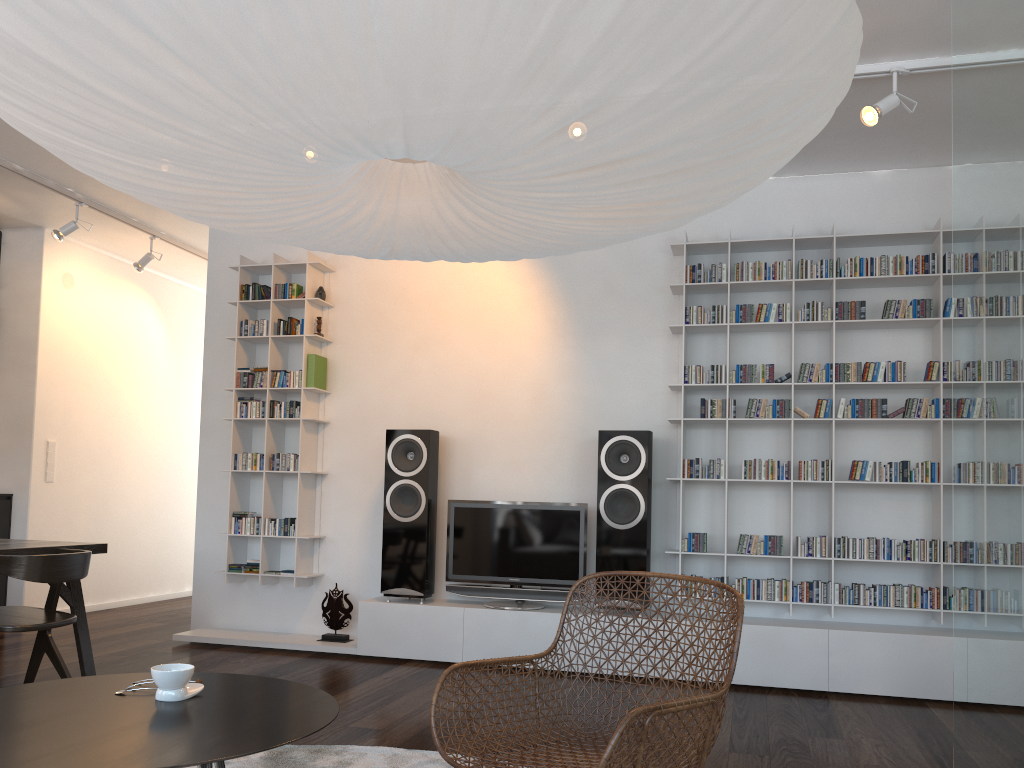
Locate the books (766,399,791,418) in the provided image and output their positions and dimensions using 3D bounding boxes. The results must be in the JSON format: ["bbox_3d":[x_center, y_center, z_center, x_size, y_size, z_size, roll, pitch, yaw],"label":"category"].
[{"bbox_3d":[1.431,0.139,4.748,0.132,0.104,0.100,0,-6,14],"label":"books"}]

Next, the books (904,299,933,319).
[{"bbox_3d":[2.110,-0.380,4.596,0.132,0.104,0.100,0,-6,14],"label":"books"}]

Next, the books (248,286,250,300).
[{"bbox_3d":[-1.653,-0.566,5.617,0.014,0.092,0.070,1,-5,15],"label":"books"}]

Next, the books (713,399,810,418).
[{"bbox_3d":[1.342,0.139,4.771,0.503,0.105,0.090,-1,-5,15],"label":"books"}]

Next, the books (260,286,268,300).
[{"bbox_3d":[-1.557,-0.567,5.589,0.046,0.090,0.070,0,-5,15],"label":"books"}]

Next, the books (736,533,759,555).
[{"bbox_3d":[1.265,0.859,4.746,0.118,0.107,0.090,0,-5,15],"label":"books"}]

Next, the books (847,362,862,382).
[{"bbox_3d":[1.799,-0.054,4.659,0.074,0.108,0.090,0,-5,15],"label":"books"}]

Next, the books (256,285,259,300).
[{"bbox_3d":[-1.598,-0.571,5.601,0.019,0.098,0.075,1,-5,15],"label":"books"}]

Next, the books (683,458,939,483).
[{"bbox_3d":[1.873,0.455,4.609,1.924,0.113,0.115,-1,-6,15],"label":"books"}]

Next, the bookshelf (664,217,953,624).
[{"bbox_3d":[1.885,0.190,4.674,2.085,2.064,0.228,0,-4,15],"label":"bookshelf"}]

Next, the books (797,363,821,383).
[{"bbox_3d":[1.582,-0.053,4.718,0.118,0.107,0.090,0,-5,15],"label":"books"}]

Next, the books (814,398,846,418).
[{"bbox_3d":[1.680,0.134,4.679,0.158,0.109,0.090,0,-5,15],"label":"books"}]

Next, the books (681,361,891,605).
[{"bbox_3d":[1.889,0.238,4.618,1.952,1.811,0.115,0,-4,15],"label":"books"}]

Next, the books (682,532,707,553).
[{"bbox_3d":[0.994,0.862,4.820,0.132,0.104,0.100,0,-6,14],"label":"books"}]

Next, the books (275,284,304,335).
[{"bbox_3d":[-1.372,-0.458,5.563,0.228,0.331,0.108,0,-4,16],"label":"books"}]

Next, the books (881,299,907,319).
[{"bbox_3d":[1.998,-0.380,4.625,0.118,0.107,0.090,0,-5,15],"label":"books"}]

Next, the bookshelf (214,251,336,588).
[{"bbox_3d":[-1.493,0.223,5.595,0.639,2.064,0.228,1,-3,15],"label":"bookshelf"}]

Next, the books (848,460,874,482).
[{"bbox_3d":[1.824,0.454,4.619,0.118,0.107,0.090,0,-5,15],"label":"books"}]

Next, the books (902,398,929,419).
[{"bbox_3d":[2.085,0.130,4.569,0.118,0.107,0.090,0,-5,15],"label":"books"}]

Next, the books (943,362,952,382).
[{"bbox_3d":[2.319,-0.061,4.518,0.232,0.112,0.102,0,-6,15],"label":"books"}]

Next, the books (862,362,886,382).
[{"bbox_3d":[1.892,-0.057,4.633,0.118,0.107,0.090,0,-5,15],"label":"books"}]

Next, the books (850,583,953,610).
[{"bbox_3d":[2.303,0.964,4.459,1.133,0.347,0.115,0,-4,15],"label":"books"}]

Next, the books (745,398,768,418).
[{"bbox_3d":[1.320,0.136,4.777,0.118,0.107,0.090,0,-5,15],"label":"books"}]

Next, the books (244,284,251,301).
[{"bbox_3d":[-1.672,-0.574,5.620,0.023,0.107,0.069,1,-5,15],"label":"books"}]

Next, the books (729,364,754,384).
[{"bbox_3d":[1.251,-0.047,4.809,0.132,0.104,0.100,0,-6,14],"label":"books"}]

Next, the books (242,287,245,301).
[{"bbox_3d":[-1.689,-0.566,5.626,0.014,0.092,0.070,1,-5,15],"label":"books"}]

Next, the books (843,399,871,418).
[{"bbox_3d":[1.812,0.135,4.644,0.132,0.104,0.100,0,-6,14],"label":"books"}]

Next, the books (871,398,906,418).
[{"bbox_3d":[1.957,0.133,4.603,0.163,0.105,0.090,0,-5,15],"label":"books"}]

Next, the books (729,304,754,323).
[{"bbox_3d":[1.255,-0.373,4.829,0.132,0.104,0.100,0,-6,14],"label":"books"}]

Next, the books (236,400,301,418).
[{"bbox_3d":[-1.501,0.166,5.563,0.467,0.112,0.123,-1,-6,15],"label":"books"}]

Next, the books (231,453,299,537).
[{"bbox_3d":[-1.517,0.688,5.529,0.469,0.508,0.123,0,-4,15],"label":"books"}]

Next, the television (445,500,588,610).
[{"bbox_3d":[0.025,0.973,5.065,0.789,0.597,0.347,-2,-6,34],"label":"television"}]

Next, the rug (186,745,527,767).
[{"bbox_3d":[-0.652,1.158,1.874,2.837,0.012,2.856,2,-8,-5],"label":"rug"}]

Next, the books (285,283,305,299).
[{"bbox_3d":[-1.333,-0.572,5.560,0.160,0.110,0.102,0,-6,15],"label":"books"}]

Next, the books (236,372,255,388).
[{"bbox_3d":[-1.678,-0.017,5.607,0.101,0.104,0.096,0,-5,15],"label":"books"}]

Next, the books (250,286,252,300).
[{"bbox_3d":[-1.639,-0.566,5.614,0.014,0.092,0.070,1,-5,15],"label":"books"}]

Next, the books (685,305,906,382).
[{"bbox_3d":[1.504,-0.213,4.751,1.124,0.429,0.102,0,-4,15],"label":"books"}]

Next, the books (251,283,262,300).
[{"bbox_3d":[-1.620,-0.577,5.609,0.029,0.115,0.074,1,-5,15],"label":"books"}]

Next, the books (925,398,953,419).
[{"bbox_3d":[2.203,0.131,4.537,0.144,0.104,0.099,0,-6,14],"label":"books"}]

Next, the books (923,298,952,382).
[{"bbox_3d":[2.211,-0.221,4.557,0.156,0.429,0.090,0,-4,15],"label":"books"}]

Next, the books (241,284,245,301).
[{"bbox_3d":[-1.703,-0.573,5.633,0.016,0.107,0.069,1,-5,15],"label":"books"}]

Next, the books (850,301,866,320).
[{"bbox_3d":[1.825,-0.378,4.672,0.074,0.104,0.090,0,-5,15],"label":"books"}]

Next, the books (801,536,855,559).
[{"bbox_3d":[1.657,0.853,4.642,0.268,0.112,0.100,0,-5,14],"label":"books"}]

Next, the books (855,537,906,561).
[{"bbox_3d":[1.902,0.851,4.575,0.234,0.112,0.115,0,-6,15],"label":"books"}]

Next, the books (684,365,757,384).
[{"bbox_3d":[1.141,-0.046,4.839,0.384,0.104,0.102,0,-6,15],"label":"books"}]

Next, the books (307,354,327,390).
[{"bbox_3d":[-1.223,-0.069,5.546,0.049,0.213,0.167,1,-5,15],"label":"books"}]

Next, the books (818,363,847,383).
[{"bbox_3d":[1.697,-0.052,4.687,0.139,0.104,0.100,0,-6,14],"label":"books"}]

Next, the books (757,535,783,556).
[{"bbox_3d":[1.377,0.859,4.716,0.132,0.104,0.100,0,-6,14],"label":"books"}]

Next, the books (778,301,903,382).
[{"bbox_3d":[1.734,-0.219,4.689,0.621,0.436,0.101,0,-4,15],"label":"books"}]

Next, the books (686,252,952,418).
[{"bbox_3d":[1.805,-0.238,4.672,1.753,0.854,0.115,0,-4,15],"label":"books"}]

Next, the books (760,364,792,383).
[{"bbox_3d":[1.419,-0.049,4.762,0.163,0.105,0.090,0,-5,15],"label":"books"}]

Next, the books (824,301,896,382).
[{"bbox_3d":[1.829,-0.215,4.664,0.350,0.429,0.101,0,-4,14],"label":"books"}]

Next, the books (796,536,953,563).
[{"bbox_3d":[1.873,0.851,4.583,0.764,0.112,0.115,-1,-6,15],"label":"books"}]

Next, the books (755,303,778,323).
[{"bbox_3d":[1.378,-0.375,4.794,0.118,0.107,0.090,0,-5,15],"label":"books"}]
